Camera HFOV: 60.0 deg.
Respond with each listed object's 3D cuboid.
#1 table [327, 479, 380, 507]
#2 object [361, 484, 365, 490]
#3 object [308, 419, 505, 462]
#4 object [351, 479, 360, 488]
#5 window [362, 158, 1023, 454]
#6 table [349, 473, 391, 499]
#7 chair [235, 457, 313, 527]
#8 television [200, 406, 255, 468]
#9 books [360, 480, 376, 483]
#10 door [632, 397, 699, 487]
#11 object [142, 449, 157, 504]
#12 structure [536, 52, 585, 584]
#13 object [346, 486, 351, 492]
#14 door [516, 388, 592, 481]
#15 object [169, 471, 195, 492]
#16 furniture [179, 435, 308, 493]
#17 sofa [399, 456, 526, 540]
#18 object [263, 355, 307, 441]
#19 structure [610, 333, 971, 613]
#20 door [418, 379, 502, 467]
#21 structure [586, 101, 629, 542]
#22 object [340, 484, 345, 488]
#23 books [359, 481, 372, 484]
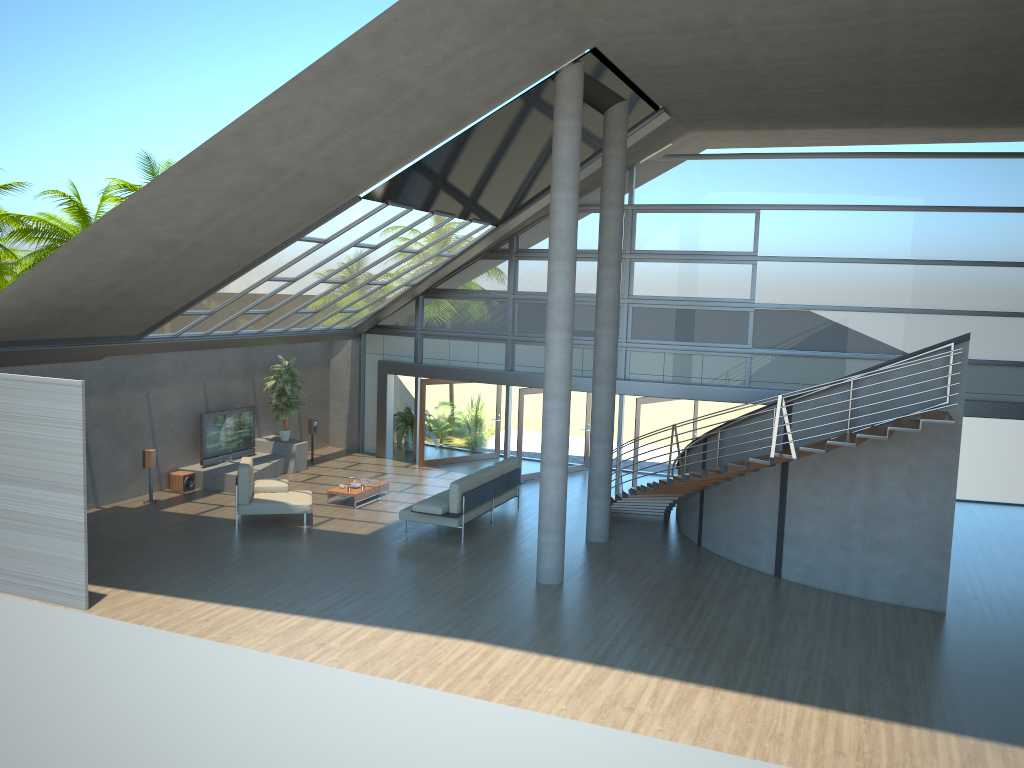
[{"bbox_3d":[-2.871,2.035,16.617,0.600,0.250,1.200,4,6,22],"label":"table"},{"bbox_3d":[-2.735,1.896,16.309,0.085,0.101,0.070,-3,8,-40],"label":"object"},{"bbox_3d":[-6.918,1.380,18.300,7.863,0.982,21.345,5,7,25],"label":"object"},{"bbox_3d":[-2.898,1.846,16.441,0.178,0.161,0.178,-1,7,-27],"label":"object"},{"bbox_3d":[4.054,-1.061,17.818,16.616,6.630,1.098,4,6,20],"label":"window"},{"bbox_3d":[-2.721,1.948,16.982,0.680,0.342,0.400,4,6,22],"label":"table"},{"bbox_3d":[-4.010,1.783,15.011,1.244,1.023,1.217,1,6,-13],"label":"chair"},{"bbox_3d":[-5.720,1.048,17.905,0.396,1.063,1.568,4,6,22],"label":"television"},{"bbox_3d":[-2.746,1.872,16.959,0.275,0.005,0.189,2,6,5],"label":"books"},{"bbox_3d":[3.192,1.193,18.324,0.200,1.977,2.298,7,8,42],"label":"door"},{"bbox_3d":[-6.445,1.645,15.783,0.234,0.959,0.171,1,6,-13],"label":"object"},{"bbox_3d":[0.644,-0.820,11.951,0.381,7.125,0.382,4,6,22],"label":"structure"},{"bbox_3d":[-2.967,1.906,16.135,0.085,0.101,0.070,4,6,20],"label":"object"},{"bbox_3d":[0.936,1.018,19.278,2.298,1.977,0.200,-4,8,-45],"label":"door"},{"bbox_3d":[-6.304,1.852,16.885,0.425,0.323,0.362,4,6,22],"label":"object"},{"bbox_3d":[-5.184,1.615,18.239,1.577,0.610,2.936,4,6,22],"label":"furniture"},{"bbox_3d":[-0.829,1.892,15.483,1.166,0.947,3.079,4,6,21],"label":"sofa"},{"bbox_3d":[-4.877,0.298,19.043,0.932,1.857,0.895,0,6,-20],"label":"object"},{"bbox_3d":[3.352,0.903,13.137,2.349,3.653,6.809,-2,7,-30],"label":"structure"},{"bbox_3d":[-1.164,0.827,20.432,2.298,1.977,0.200,-3,8,-39],"label":"door"},{"bbox_3d":[1.510,-1.014,14.100,0.381,7.125,0.382,-1,7,-24],"label":"structure"},{"bbox_3d":[-3.136,1.881,16.392,0.102,0.086,0.100,5,7,26],"label":"object"},{"bbox_3d":[-2.781,1.879,16.919,0.275,0.005,0.189,2,6,2],"label":"books"}]
